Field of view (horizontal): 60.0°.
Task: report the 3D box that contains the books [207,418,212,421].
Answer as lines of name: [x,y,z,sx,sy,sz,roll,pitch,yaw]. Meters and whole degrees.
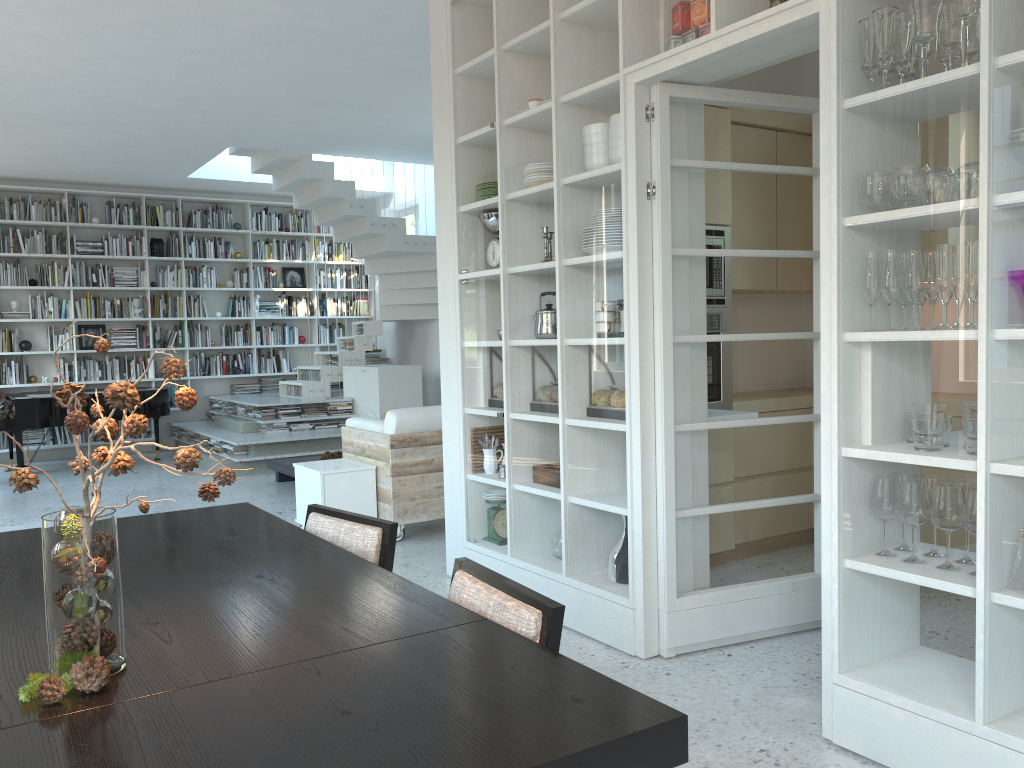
books: [-3.795,0.448,11.365,0.163,0.019,0.187,-4,4,-34]

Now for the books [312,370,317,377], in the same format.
books: [-2.337,-0.100,10.660,0.125,0.125,0.009,-4,4,-33]

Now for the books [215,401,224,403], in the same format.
books: [-3.594,0.219,11.096,0.163,0.018,0.289,-4,4,-34]

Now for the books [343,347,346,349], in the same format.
books: [-1.966,-0.449,10.998,0.199,0.014,0.177,-3,3,-28]

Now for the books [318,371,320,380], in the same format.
books: [-2.219,-0.092,10.476,0.125,0.123,0.036,-4,4,-33]

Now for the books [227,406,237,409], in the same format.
books: [-3.279,0.272,10.597,0.179,0.017,0.293,-3,4,-32]

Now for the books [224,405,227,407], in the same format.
books: [-3.420,0.269,10.848,0.150,0.013,0.215,-3,4,-33]

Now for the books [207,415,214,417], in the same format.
books: [-3.795,0.401,11.363,0.158,0.012,0.278,-4,4,-34]

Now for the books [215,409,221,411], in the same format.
books: [-3.595,0.324,11.100,0.173,0.017,0.233,-4,4,-34]

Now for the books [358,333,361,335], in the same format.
books: [-1.878,-0.642,11.332,0.149,0.014,0.228,-3,3,-21]

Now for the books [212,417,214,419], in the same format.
books: [-3.636,0.421,11.095,0.180,0.017,0.182,-4,4,-36]

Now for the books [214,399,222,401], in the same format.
books: [-3.603,0.194,11.089,0.171,0.020,0.193,-4,4,-38]

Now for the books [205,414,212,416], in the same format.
books: [-3.806,0.388,11.355,0.184,0.006,0.262,-3,4,-32]

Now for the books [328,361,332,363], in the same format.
books: [-2.223,-0.281,11.184,0.159,0.012,0.225,-3,3,-25]

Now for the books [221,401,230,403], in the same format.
books: [-3.437,0.212,10.835,0.164,0.015,0.243,-4,4,-38]

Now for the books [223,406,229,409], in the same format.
books: [-3.423,0.284,10.847,0.154,0.018,0.220,-4,4,-34]

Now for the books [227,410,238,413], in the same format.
books: [-3.279,0.322,10.600,0.177,0.014,0.247,-4,4,-35]

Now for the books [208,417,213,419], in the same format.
books: [-3.788,0.426,11.369,0.147,0.014,0.292,-3,4,-33]

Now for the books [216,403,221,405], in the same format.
books: [-3.598,0.244,11.095,0.171,0.007,0.206,-3,3,-31]

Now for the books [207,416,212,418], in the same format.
books: [-3.797,0.414,11.362,0.170,0.012,0.215,-3,4,-33]

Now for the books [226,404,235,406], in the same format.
books: [-3.283,0.247,10.594,0.186,0.009,0.261,-4,4,-34]

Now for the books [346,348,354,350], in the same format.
books: [-1.894,-0.427,10.762,0.215,0.013,0.189,-2,3,0]

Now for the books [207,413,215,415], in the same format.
books: [-3.800,0.380,11.359,0.159,0.009,0.210,-3,3,-29]

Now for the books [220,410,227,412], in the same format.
books: [-3.439,0.323,10.839,0.190,0.012,0.235,-4,4,-35]

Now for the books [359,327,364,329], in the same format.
books: [-1.804,-0.698,11.042,0.144,0.011,0.257,-3,3,-26]

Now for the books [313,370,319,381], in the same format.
books: [-2.328,-0.100,10.645,0.125,0.125,0.012,-4,4,-33]

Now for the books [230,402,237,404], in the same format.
books: [-3.271,0.215,10.600,0.139,0.028,0.261,-3,3,-28]

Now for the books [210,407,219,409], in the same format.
books: [-3.751,0.301,11.345,0.163,0.017,0.232,-3,3,-31]

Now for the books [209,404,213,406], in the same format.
books: [-3.755,0.269,11.341,0.179,0.012,0.261,-3,4,-33]

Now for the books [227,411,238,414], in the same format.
books: [-3.284,0.335,10.597,0.182,0.011,0.253,-3,3,-29]

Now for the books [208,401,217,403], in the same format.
books: [-3.762,0.229,11.335,0.171,0.015,0.252,-4,4,-38]

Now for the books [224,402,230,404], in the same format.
books: [-3.426,0.225,10.843,0.149,0.013,0.220,-3,3,-30]

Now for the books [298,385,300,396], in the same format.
books: [-2.513,0.078,10.677,0.125,0.125,0.008,-4,4,-33]

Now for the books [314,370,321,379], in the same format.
books: [-2.302,-0.098,10.605,0.125,0.125,0.008,-4,4,-33]

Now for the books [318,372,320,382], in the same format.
books: [-2.223,-0.092,10.483,0.125,0.123,0.035,-4,4,-33]

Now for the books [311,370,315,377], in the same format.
books: [-2.356,-0.101,10.688,0.125,0.125,0.009,-4,4,-33]

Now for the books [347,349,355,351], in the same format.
books: [-1.894,-0.415,10.768,0.206,0.012,0.183,-2,3,-5]

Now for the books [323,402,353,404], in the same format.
books: [-1.982,0.213,10.079,0.285,0.013,0.181,-4,4,-38]

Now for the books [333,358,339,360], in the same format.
books: [-2.106,-0.313,10.992,0.189,0.012,0.155,-3,3,-30]

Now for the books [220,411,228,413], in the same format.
books: [-3.435,0.335,10.842,0.183,0.012,0.296,-4,4,-34]

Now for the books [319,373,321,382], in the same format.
books: [-2.206,-0.091,10.457,0.125,0.123,0.035,-4,4,-33]

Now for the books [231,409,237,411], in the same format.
books: [-3.260,0.305,10.611,0.138,0.017,0.237,-4,4,-34]

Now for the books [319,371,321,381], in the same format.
books: [-2.202,-0.091,10.450,0.125,0.123,0.036,-4,4,-33]

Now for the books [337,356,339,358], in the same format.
books: [-2.085,-0.337,11.004,0.133,0.017,0.178,-3,3,-29]

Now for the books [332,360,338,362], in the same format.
books: [-2.104,-0.287,10.994,0.184,0.014,0.225,-4,4,-35]

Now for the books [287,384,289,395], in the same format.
books: [-2.729,0.066,11.011,0.125,0.125,0.008,-4,4,-33]

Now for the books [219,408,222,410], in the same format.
books: [-3.580,0.304,11.109,0.131,0.021,0.240,-3,3,-31]

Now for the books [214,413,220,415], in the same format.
books: [-3.624,0.369,11.100,0.149,0.014,0.228,-4,4,-35]

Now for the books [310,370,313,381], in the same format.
books: [-2.378,-0.102,10.722,0.125,0.125,0.008,-4,4,-33]

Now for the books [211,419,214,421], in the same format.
books: [-3.640,0.448,11.094,0.186,0.009,0.261,-3,3,-30]

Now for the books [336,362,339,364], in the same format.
books: [-2.030,-0.260,10.717,0.172,0.019,0.239,-2,3,-8]

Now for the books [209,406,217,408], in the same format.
books: [-3.759,0.284,11.339,0.175,0.017,0.265,-3,3,-30]

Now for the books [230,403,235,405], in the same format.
books: [-3.261,0.235,10.607,0.128,0.013,0.296,-4,4,-35]

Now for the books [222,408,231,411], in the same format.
books: [-3.432,0.305,10.842,0.164,0.023,0.242,-3,3,-29]

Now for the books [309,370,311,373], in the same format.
books: [-2.390,-0.103,10.741,0.125,0.125,0.008,-4,4,-33]

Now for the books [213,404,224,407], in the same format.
books: [-3.607,0.263,11.090,0.189,0.030,0.237,-4,4,-36]

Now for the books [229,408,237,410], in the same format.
books: [-3.271,0.289,10.603,0.159,0.018,0.203,-4,4,-35]

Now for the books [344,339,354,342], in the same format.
books: [-1.897,-0.531,10.749,0.234,0.025,0.157,-1,3,5]
